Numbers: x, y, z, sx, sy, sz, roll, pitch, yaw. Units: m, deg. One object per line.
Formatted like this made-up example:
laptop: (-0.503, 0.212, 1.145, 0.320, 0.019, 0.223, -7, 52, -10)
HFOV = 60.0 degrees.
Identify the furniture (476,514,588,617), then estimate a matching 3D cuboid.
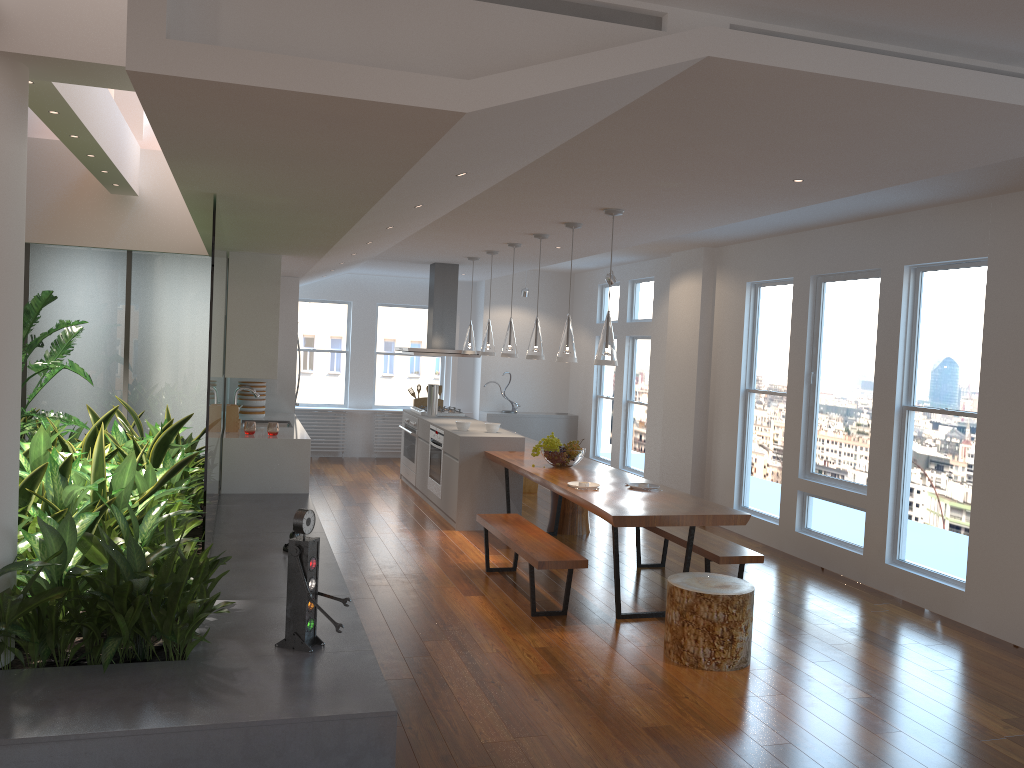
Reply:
furniture: (0.087, 1.195, 5.906, 0.316, 0.389, 1.433, 2, 2, -17)

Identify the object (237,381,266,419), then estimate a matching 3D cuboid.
object: (-2.570, 0.160, 8.753, 0.267, 0.356, 0.266, 3, 2, 9)

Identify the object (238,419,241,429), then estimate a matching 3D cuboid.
object: (-2.413, 0.301, 7.709, 0.100, 0.170, 0.173, 2, 2, -15)

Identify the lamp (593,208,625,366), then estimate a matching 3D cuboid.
lamp: (0.626, -0.648, 5.659, 0.160, 1.060, 0.160, 3, 2, 10)

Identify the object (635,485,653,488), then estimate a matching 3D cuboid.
object: (0.904, 0.709, 6.091, 0.124, 0.011, 0.124, 1, 3, -35)

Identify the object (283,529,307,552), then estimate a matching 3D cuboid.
object: (-1.269, 0.902, 5.221, 0.181, 0.155, 0.216, 5, 3, 38)

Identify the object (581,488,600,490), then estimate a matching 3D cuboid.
object: (0.512, 0.698, 5.881, 0.149, 0.014, 0.044, 2, 2, -18)

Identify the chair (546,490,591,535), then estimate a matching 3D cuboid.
chair: (0.519, 1.100, 7.994, 0.396, 0.455, 0.402, 2, 3, -27)

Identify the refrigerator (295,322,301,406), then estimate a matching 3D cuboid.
refrigerator: (-2.755, 0.178, 9.946, 0.725, 1.772, 0.908, 2, 2, -17)

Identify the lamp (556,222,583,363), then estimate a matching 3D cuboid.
lamp: (0.418, -0.686, 6.351, 0.160, 1.060, 0.160, 3, 2, 10)

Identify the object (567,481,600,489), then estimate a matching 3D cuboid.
object: (0.487, 0.688, 6.014, 0.222, 0.020, 0.222, 4, 3, 24)

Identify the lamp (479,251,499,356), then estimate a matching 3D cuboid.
lamp: (-0.207, -0.799, 8.425, 0.160, 1.060, 0.160, 3, 2, 10)

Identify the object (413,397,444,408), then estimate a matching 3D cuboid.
object: (-0.990, 0.236, 10.514, 0.353, 0.157, 0.084, 2, 2, -17)

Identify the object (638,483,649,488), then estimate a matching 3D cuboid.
object: (0.904, 0.699, 6.090, 0.079, 0.030, 0.070, 4, 3, 26)

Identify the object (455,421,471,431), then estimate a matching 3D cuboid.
object: (-0.456, 0.392, 8.256, 0.152, 0.082, 0.152, 4, 3, 22)

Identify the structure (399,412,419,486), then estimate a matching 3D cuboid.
structure: (-0.908, 0.728, 10.088, 0.649, 0.735, 0.890, 2, 2, -17)

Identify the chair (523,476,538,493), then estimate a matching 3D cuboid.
chair: (0.078, 0.997, 10.172, 0.344, 0.430, 0.549, 2, 2, -13)

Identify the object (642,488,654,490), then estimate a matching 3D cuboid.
object: (0.947, 0.710, 5.993, 0.158, 0.017, 0.019, 2, 3, -22)

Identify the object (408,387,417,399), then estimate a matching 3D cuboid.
object: (-1.138, 0.169, 10.474, 0.199, 0.259, 0.016, 2, 2, -6)

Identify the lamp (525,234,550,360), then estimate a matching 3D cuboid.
lamp: (0.210, -0.724, 7.042, 0.160, 1.060, 0.160, 3, 2, 10)

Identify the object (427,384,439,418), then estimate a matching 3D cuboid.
object: (-0.849, 0.182, 9.608, 0.120, 0.356, 0.172, 4, 3, 31)

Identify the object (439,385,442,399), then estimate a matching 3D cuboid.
object: (-0.860, 0.162, 10.560, 0.057, 0.294, 0.030, 2, 2, -17)

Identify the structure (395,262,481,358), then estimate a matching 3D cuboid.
structure: (-0.778, -1.023, 10.014, 0.909, 1.405, 0.900, 2, 2, -17)

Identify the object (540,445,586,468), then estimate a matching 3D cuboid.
object: (0.398, 0.581, 7.000, 0.360, 0.159, 0.360, 4, 3, 37)

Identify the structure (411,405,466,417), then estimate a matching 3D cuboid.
structure: (-0.851, 0.304, 10.094, 0.520, 0.073, 0.650, 2, 2, -17)

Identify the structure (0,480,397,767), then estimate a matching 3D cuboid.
structure: (-2.508, 1.136, 4.677, 3.088, 0.386, 5.584, 2, 2, -17)

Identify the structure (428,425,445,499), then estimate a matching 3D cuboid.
structure: (-0.736, 0.751, 8.664, 0.072, 0.648, 0.644, 2, 2, -17)

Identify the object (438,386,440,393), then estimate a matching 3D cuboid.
object: (-0.890, 0.162, 10.532, 0.068, 0.298, 0.039, 2, 2, -17)

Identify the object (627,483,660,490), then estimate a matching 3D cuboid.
object: (0.904, 0.705, 6.090, 0.222, 0.020, 0.222, 2, 3, -25)

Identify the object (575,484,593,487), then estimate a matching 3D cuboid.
object: (0.486, 0.692, 6.014, 0.124, 0.011, 0.124, 3, 2, 4)

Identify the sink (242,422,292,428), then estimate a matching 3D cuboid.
sink: (-2.284, 0.487, 8.248, 0.449, 0.192, 0.666, 2, 2, -17)

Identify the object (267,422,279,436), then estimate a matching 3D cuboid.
object: (-1.955, 0.369, 7.259, 0.094, 0.106, 0.094, 2, 2, -11)

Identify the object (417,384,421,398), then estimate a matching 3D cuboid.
object: (-1.103, 0.152, 10.486, 0.055, 0.299, 0.027, 2, 2, -17)

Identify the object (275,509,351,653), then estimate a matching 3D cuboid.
object: (-0.781, 0.791, 3.567, 0.318, 0.565, 0.134, 4, 2, 19)

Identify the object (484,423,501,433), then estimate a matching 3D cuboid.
object: (-0.182, 0.407, 8.210, 0.152, 0.082, 0.152, 4, 3, 34)

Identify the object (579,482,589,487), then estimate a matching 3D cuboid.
object: (0.487, 0.682, 6.013, 0.079, 0.030, 0.070, 4, 3, 36)

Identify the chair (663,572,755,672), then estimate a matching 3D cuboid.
chair: (1.066, 1.276, 4.806, 0.460, 0.400, 0.460, 2, 2, -7)

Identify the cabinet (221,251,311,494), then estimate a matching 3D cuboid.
cabinet: (-2.583, 0.000, 9.211, 0.676, 2.280, 4.565, 2, 2, -17)

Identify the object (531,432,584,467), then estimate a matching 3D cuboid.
object: (0.372, 0.516, 7.004, 0.292, 0.284, 0.394, 4, 3, 37)

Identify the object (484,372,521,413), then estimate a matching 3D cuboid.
object: (-0.110, 0.111, 12.072, 0.210, 0.563, 0.590, 5, 3, 44)

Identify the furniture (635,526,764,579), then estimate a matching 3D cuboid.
furniture: (1.228, 1.235, 6.253, 0.316, 0.389, 1.433, 2, 2, -17)

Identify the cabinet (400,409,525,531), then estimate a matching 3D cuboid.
cabinet: (-0.609, 0.802, 9.232, 0.597, 0.832, 2.936, 2, 2, -17)

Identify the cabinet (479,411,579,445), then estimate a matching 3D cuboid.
cabinet: (0.215, 0.765, 12.251, 1.309, 0.725, 0.420, 2, 2, -17)

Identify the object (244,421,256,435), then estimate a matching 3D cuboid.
object: (-2.142, 0.361, 7.251, 0.094, 0.106, 0.094, 2, 2, -11)

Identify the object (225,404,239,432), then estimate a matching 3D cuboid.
object: (-2.353, 0.288, 7.467, 0.104, 0.222, 0.200, 2, 2, -17)

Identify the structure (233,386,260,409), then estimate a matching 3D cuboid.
structure: (-2.469, 0.282, 8.210, 0.248, 0.536, 0.115, 2, 2, -17)

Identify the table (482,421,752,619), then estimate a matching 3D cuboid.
table: (0.110, 0.950, 7.996, 0.893, 0.704, 5.996, 2, 2, -17)

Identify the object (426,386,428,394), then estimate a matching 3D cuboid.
object: (-0.989, 0.157, 10.520, 0.061, 0.299, 0.040, 2, 2, -19)

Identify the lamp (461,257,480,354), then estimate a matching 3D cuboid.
lamp: (-0.415, -0.837, 9.116, 0.160, 1.060, 0.160, 3, 2, 10)

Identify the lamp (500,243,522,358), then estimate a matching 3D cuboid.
lamp: (0.001, -0.762, 7.733, 0.160, 1.060, 0.160, 3, 2, 10)
